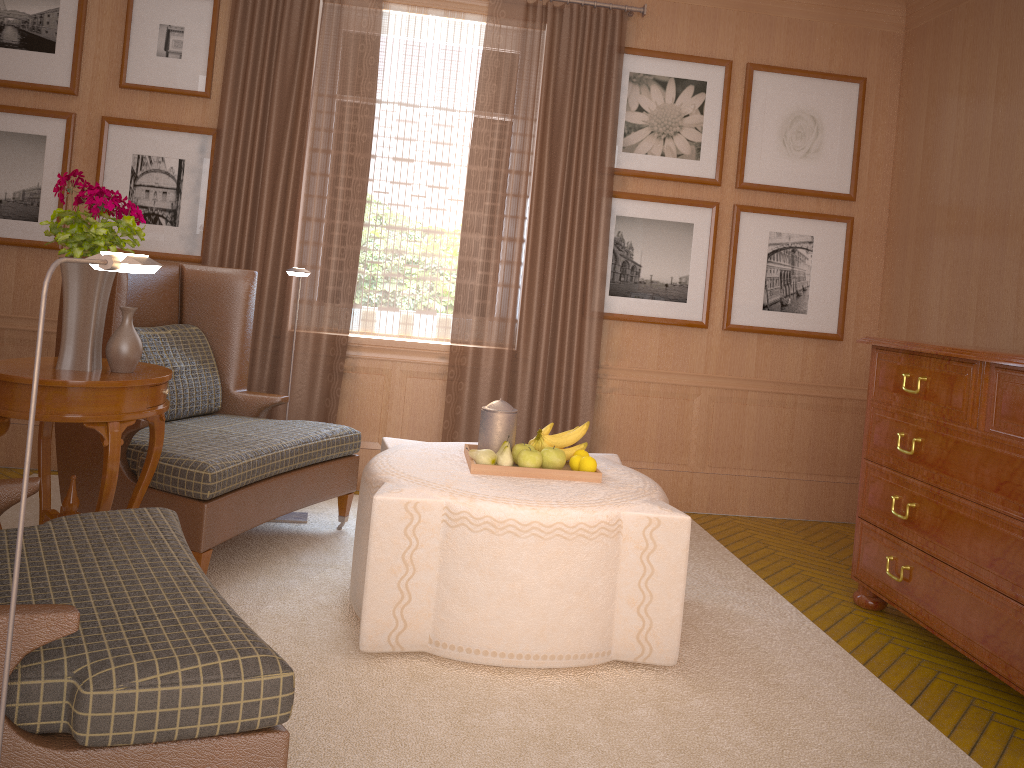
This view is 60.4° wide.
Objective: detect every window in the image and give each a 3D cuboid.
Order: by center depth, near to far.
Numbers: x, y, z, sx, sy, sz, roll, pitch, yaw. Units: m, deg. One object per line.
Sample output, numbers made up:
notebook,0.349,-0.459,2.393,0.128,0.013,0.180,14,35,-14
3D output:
window,-0.919,-2.074,8.759,2.430,3.383,0.847,5,0,-7

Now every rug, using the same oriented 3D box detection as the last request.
rug,-0.793,1.525,4.162,5.985,0.020,8.009,5,6,-7

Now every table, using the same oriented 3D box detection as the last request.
table,-2.431,0.596,4.844,0.925,1.373,1.041,5,2,0

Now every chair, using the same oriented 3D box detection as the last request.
chair,-1.874,0.537,3.123,1.713,1.975,1.924,4,3,-32
chair,-2.273,0.137,6.372,1.726,1.975,1.909,6,3,18

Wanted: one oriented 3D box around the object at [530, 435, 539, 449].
object,0.155,0.399,5.793,0.071,0.185,0.393,5,5,7

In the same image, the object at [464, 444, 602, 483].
object,0.113,0.501,5.623,0.799,0.060,0.643,5,6,-7

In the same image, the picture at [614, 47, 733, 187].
picture,1.500,-2.620,8.617,1.248,1.251,0.047,5,-1,-7

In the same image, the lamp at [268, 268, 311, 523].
lamp,-1.763,0.082,7.061,0.633,2.029,0.560,5,0,45

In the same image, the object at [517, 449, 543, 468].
object,0.109,0.471,5.400,0.155,0.135,0.160,5,3,-3

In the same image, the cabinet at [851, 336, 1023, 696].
cabinet,3.315,0.833,5.213,1.414,1.941,2.783,5,4,-7

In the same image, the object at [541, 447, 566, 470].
object,0.251,0.471,5.479,0.170,0.147,0.172,8,4,39

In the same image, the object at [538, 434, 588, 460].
object,0.341,0.408,5.695,0.395,0.173,0.073,2,2,-31

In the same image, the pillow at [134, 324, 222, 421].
pillow,-2.670,-0.079,6.514,0.540,0.707,1.074,6,4,18

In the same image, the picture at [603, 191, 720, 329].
picture,1.367,-1.217,8.602,1.248,1.251,0.047,5,-1,-7

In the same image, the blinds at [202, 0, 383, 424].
blinds,-2.082,-1.437,8.087,1.427,4.805,0.266,5,-1,-5

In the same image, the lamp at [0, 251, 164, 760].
lamp,-1.414,0.595,2.732,0.560,2.034,0.633,5,0,-37

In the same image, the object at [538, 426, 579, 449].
object,0.290,0.365,5.754,0.375,0.172,0.065,1,3,-40

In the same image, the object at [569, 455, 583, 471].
object,0.416,0.504,5.532,0.111,0.110,0.134,5,4,-4

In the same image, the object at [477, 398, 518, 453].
object,-0.090,0.288,5.675,0.233,0.393,0.236,4,2,-40

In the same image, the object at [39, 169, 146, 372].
object,-2.296,-0.627,4.836,0.524,1.090,0.457,5,0,-9

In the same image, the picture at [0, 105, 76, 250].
picture,-4.630,-1.882,7.895,1.248,1.251,0.047,5,-1,-7

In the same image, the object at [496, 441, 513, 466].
object,-0.051,0.446,5.469,0.131,0.197,0.129,6,2,29

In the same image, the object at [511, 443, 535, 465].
object,0.074,0.449,5.568,0.155,0.135,0.160,5,3,-3

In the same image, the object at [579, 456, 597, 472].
object,0.470,0.512,5.452,0.115,0.134,0.107,7,3,40

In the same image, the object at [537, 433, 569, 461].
object,0.300,0.413,5.736,0.384,0.200,0.062,1,3,-42

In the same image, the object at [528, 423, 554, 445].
object,0.176,0.349,5.792,0.104,0.159,0.376,6,5,16

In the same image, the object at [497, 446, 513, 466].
object,-0.041,0.446,5.352,0.098,0.148,0.097,6,2,29

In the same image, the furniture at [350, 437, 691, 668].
furniture,-0.012,0.973,5.606,1.946,0.899,1.964,5,5,-10

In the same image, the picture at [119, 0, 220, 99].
picture,-3.134,-3.142,8.071,0.803,0.959,0.047,5,-1,-7

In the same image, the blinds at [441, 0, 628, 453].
blinds,0.216,-1.255,8.360,1.445,4.795,0.267,5,-1,-8

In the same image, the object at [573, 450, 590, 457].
object,0.447,0.489,5.685,0.115,0.134,0.107,7,3,40

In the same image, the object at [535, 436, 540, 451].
object,0.219,0.406,5.787,0.062,0.182,0.394,5,5,22

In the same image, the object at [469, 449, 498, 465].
object,-0.185,0.457,5.368,0.194,0.128,0.133,6,3,13

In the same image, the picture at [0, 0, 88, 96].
picture,-4.498,-3.285,7.910,1.248,1.251,0.047,5,-1,-7

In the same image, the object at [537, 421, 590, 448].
object,0.345,0.329,5.709,0.402,0.169,0.071,2,2,-30

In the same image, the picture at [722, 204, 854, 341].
picture,2.757,-1.104,8.766,1.248,1.251,0.047,5,-1,-7

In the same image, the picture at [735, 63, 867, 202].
picture,2.889,-2.507,8.781,1.248,1.251,0.047,5,-1,-7

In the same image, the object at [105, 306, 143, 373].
object,-2.129,-0.244,4.847,0.187,0.358,0.185,6,1,26

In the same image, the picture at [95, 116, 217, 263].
picture,-3.264,-1.770,8.056,1.048,1.251,0.047,5,-1,-7

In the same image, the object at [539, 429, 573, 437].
object,0.279,0.341,5.801,0.091,0.128,0.407,7,5,41
